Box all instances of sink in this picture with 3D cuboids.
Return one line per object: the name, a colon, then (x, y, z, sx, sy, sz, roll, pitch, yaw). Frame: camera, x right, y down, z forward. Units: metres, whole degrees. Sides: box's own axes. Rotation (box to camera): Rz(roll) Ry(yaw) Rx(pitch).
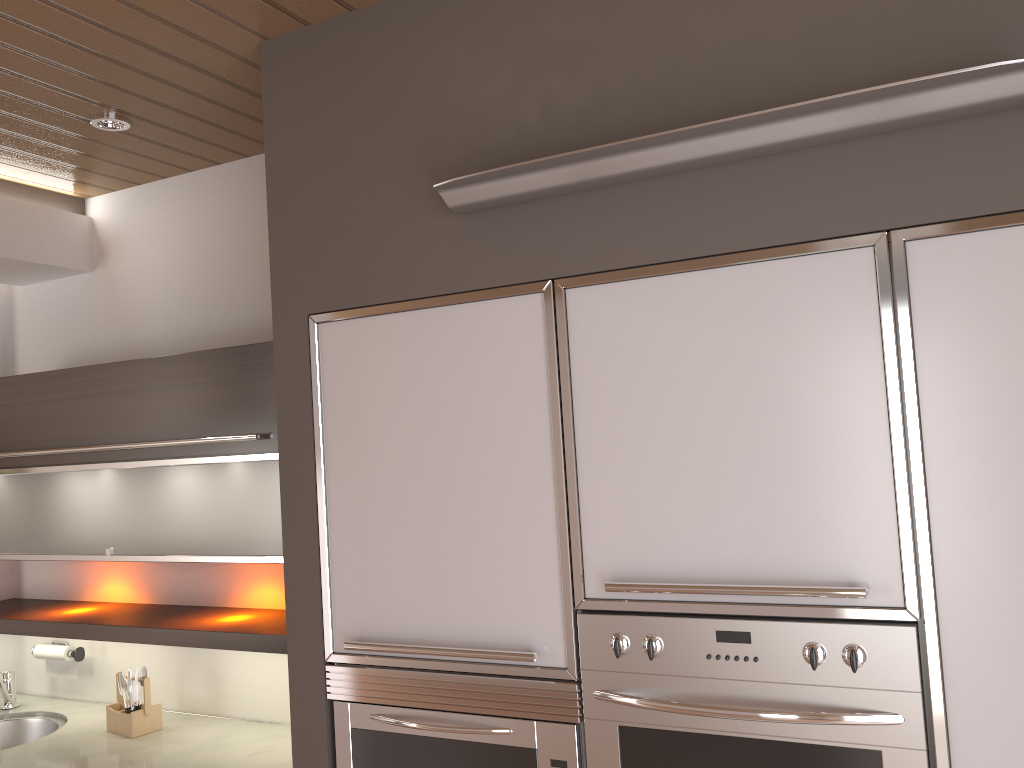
sink: (-1.694, 1.138, 2.850, 0.494, 0.347, 0.450, -6, -4, 32)

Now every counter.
counter: (-1.514, 1.073, 1.944, 1.850, 0.036, 2.150, -5, -4, 27)

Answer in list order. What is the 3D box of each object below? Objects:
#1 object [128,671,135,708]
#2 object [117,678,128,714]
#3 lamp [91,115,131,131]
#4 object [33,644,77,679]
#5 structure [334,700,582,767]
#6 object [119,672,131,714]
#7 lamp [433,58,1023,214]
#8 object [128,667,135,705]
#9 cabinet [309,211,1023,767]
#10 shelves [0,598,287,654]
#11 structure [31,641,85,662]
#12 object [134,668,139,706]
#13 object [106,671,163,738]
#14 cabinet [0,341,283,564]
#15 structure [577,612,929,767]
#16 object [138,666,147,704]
object: (-1.171, 0.981, 2.735, 0.018, 0.196, 0.023, -5, -4, 28)
object: (-1.194, 0.992, 2.744, 0.044, 0.178, 0.019, -4, -3, 2)
lamp: (-1.129, -0.755, 2.493, 0.102, 0.055, 0.102, -1, -4, -35)
object: (-1.607, 0.978, 3.118, 0.165, 0.119, 0.053, -5, -4, 26)
structure: (-0.127, 0.815, 1.782, 0.569, 0.301, 0.049, -5, -4, 27)
object: (-1.182, 0.977, 2.720, 0.042, 0.192, 0.040, -2, -3, -17)
lamp: (0.320, -0.405, 1.516, 1.020, 0.033, 0.139, -5, -4, 27)
object: (-1.180, 0.982, 2.756, 0.022, 0.196, 0.018, -5, -4, 28)
cabinet: (0.438, 0.746, 1.588, 1.796, 1.948, 1.047, -5, -4, 27)
shelves: (-1.116, 0.752, 2.796, 1.850, 0.050, 0.313, -5, -4, 27)
structure: (-1.585, 0.943, 3.136, 0.237, 0.049, 0.087, -5, -4, 27)
object: (-1.168, 0.982, 2.757, 0.020, 0.196, 0.017, -1, -4, -40)
object: (-1.190, 0.999, 2.788, 0.173, 0.170, 0.100, -6, -4, 38)
cabinet: (-1.584, 0.008, 2.118, 1.399, 1.032, 2.058, -5, -4, 30)
structure: (0.393, 0.698, 1.507, 0.582, 0.583, 0.066, -5, -4, 27)
object: (-1.152, 0.978, 2.759, 0.042, 0.192, 0.040, -3, -3, -15)
